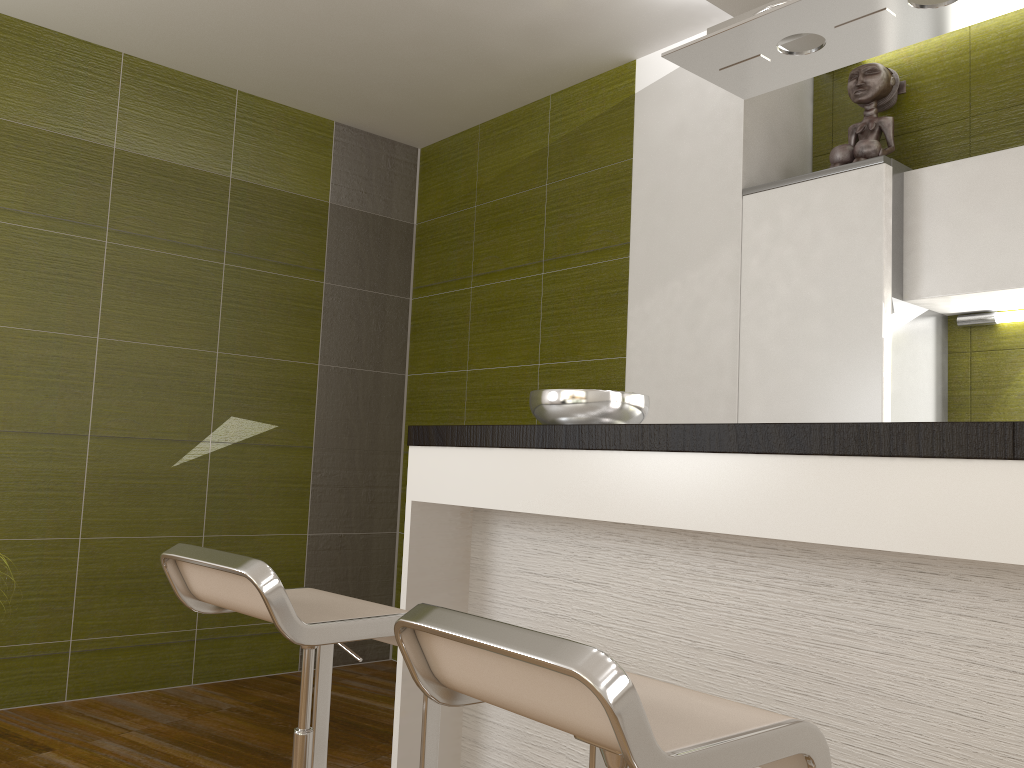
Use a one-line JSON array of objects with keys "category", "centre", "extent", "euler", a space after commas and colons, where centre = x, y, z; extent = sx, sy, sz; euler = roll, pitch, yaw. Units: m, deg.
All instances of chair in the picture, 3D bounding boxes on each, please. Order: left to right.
[{"category": "chair", "centre": [-0.441, 0.760, 1.782], "extent": [0.418, 0.857, 0.460], "euler": [-3, -7, 44]}, {"category": "chair", "centre": [0.114, 0.727, 1.143], "extent": [0.460, 0.857, 0.418], "euler": [7, -7, -40]}]

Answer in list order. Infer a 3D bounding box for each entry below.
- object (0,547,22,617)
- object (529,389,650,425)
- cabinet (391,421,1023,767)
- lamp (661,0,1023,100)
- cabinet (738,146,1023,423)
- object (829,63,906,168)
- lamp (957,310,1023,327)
[{"category": "object", "centre": [-1.652, 0.732, 2.341], "extent": [0.606, 0.904, 0.585], "euler": [1, -5, 18]}, {"category": "object", "centre": [0.200, 0.080, 2.313], "extent": [0.311, 0.105, 0.311], "euler": [5, -6, -28]}, {"category": "cabinet", "centre": [0.915, 0.646, 1.389], "extent": [0.663, 1.134, 2.947], "euler": [7, -7, -41]}, {"category": "lamp", "centre": [1.028, -1.102, 1.531], "extent": [0.326, 0.683, 1.677], "euler": [7, -7, -41]}, {"category": "cabinet", "centre": [2.204, 0.288, 2.072], "extent": [0.724, 2.089, 3.471], "euler": [7, -7, -41]}, {"category": "object", "centre": [1.277, -0.943, 3.221], "extent": [0.304, 0.488, 0.195], "euler": [7, -7, -43]}, {"category": "lamp", "centre": [1.774, -0.230, 2.783], "extent": [0.041, 0.041, 0.715], "euler": [7, -7, -41]}]
